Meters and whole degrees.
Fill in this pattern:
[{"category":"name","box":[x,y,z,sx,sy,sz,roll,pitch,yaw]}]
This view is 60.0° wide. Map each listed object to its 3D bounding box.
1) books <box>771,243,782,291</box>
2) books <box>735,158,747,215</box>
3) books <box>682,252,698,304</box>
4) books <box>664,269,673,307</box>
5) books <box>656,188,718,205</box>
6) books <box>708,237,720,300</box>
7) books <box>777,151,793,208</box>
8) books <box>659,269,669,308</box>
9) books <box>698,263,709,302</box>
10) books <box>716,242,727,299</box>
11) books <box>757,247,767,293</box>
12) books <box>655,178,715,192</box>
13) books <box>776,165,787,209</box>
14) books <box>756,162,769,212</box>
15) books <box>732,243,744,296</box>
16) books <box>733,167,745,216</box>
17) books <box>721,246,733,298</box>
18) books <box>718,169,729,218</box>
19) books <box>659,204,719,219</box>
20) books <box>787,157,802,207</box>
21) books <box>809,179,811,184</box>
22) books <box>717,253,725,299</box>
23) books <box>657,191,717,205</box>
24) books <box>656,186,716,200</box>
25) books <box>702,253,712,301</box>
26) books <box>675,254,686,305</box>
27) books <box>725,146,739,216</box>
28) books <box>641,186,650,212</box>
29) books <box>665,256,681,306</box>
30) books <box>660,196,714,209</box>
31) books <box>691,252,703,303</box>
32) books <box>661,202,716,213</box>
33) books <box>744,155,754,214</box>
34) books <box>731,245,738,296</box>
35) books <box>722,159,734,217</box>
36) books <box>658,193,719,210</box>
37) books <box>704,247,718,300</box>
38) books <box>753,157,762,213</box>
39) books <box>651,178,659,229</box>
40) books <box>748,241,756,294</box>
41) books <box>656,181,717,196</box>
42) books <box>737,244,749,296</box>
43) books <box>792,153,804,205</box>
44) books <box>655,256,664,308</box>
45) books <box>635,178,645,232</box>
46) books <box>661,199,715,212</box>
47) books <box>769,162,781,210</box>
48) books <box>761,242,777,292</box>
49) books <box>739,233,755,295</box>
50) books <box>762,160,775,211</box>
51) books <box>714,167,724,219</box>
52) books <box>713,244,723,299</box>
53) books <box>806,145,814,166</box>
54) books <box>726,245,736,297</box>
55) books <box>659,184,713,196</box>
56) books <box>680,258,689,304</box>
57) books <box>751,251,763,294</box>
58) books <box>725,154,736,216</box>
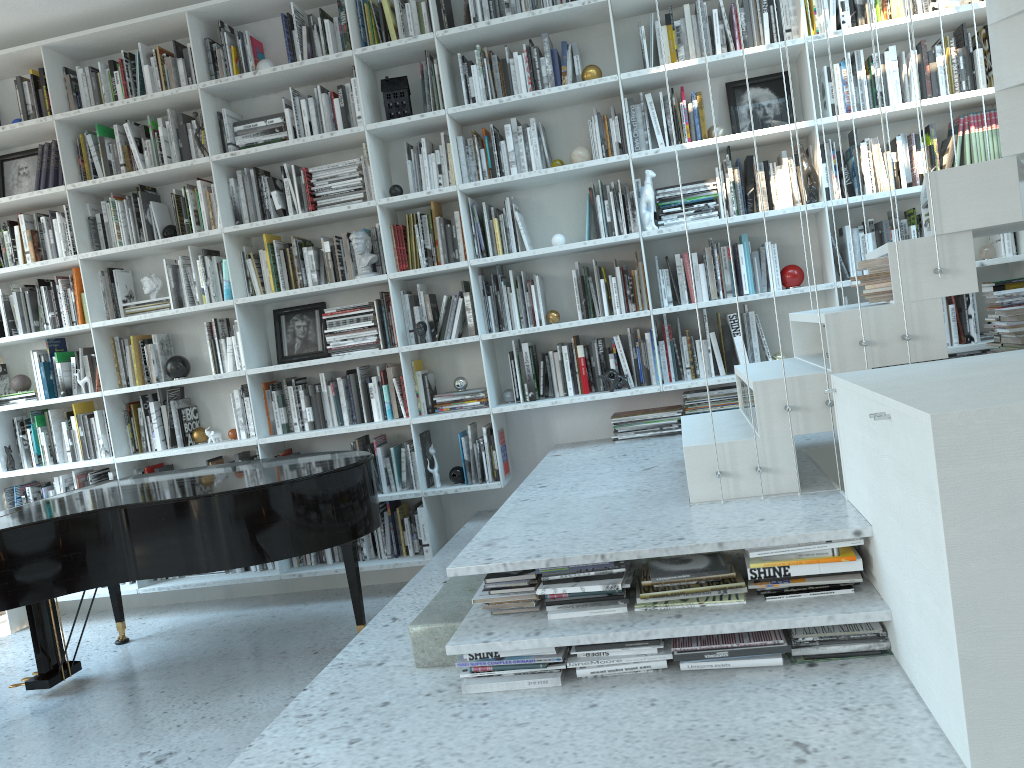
[{"category":"books","box":[1.267,-0.560,4.282,0.027,0.223,0.170,-8,4,11]},{"category":"books","box":[1.108,-0.938,4.284,0.013,0.280,0.131,-8,4,11]},{"category":"books","box":[0.870,-0.516,4.344,0.045,0.246,0.185,-8,4,11]},{"category":"books","box":[0.773,-0.472,4.376,0.022,0.184,0.162,-8,4,11]},{"category":"books","box":[0.851,-0.913,4.323,0.285,0.012,0.159,-8,3,6]},{"category":"books","box":[0.987,-0.560,4.331,0.013,0.299,0.147,-8,4,11]},{"category":"books","box":[1.302,-0.958,4.225,0.021,0.271,0.191,-8,4,11]},{"category":"books","box":[0.752,-0.471,4.382,0.023,0.186,0.159,-8,4,11]},{"category":"books","box":[0.935,-0.493,4.338,0.027,0.182,0.186,-8,4,11]},{"category":"books","box":[1.023,-0.551,4.328,0.011,0.272,0.151,-8,4,11]},{"category":"books","box":[1.214,-0.551,4.301,0.037,0.219,0.139,-8,4,11]},{"category":"books","box":[0.846,-0.961,4.327,0.285,0.012,0.159,-8,3,13]},{"category":"books","box":[1.288,-0.929,4.255,0.025,0.213,0.155,-8,4,11]},{"category":"books","box":[1.198,-0.930,4.261,0.031,0.242,0.147,-8,4,11]},{"category":"books","box":[1.102,-0.553,4.323,0.012,0.254,0.160,-8,4,11]},{"category":"books","box":[1.087,-0.912,4.273,0.030,0.237,0.179,-8,4,11]},{"category":"books","box":[1.044,-0.541,4.329,0.026,0.247,0.165,-8,4,11]},{"category":"books","box":[1.024,-0.910,4.312,0.023,0.247,0.137,-8,4,11]},{"category":"books","box":[0.861,-0.842,4.335,0.285,0.012,0.159,-8,3,9]},{"category":"books","box":[1.335,-0.947,4.223,0.041,0.239,0.176,-8,4,11]},{"category":"books","box":[1.418,-0.928,4.211,0.027,0.179,0.166,-8,4,11]},{"category":"books","box":[1.016,-0.524,4.331,0.011,0.220,0.149,-8,4,11]},{"category":"books","box":[0.854,-0.902,4.331,0.285,0.012,0.159,-8,3,13]},{"category":"books","box":[0.851,-0.926,4.329,0.285,0.012,0.159,-8,3,13]},{"category":"books","box":[0.953,-0.520,4.342,0.012,0.229,0.179,-8,4,11]},{"category":"books","box":[0.830,-0.512,4.370,0.024,0.247,0.143,-8,4,11]},{"category":"books","box":[1.058,-0.959,4.265,0.010,0.339,0.179,-8,4,11]},{"category":"books","box":[0.665,-0.846,4.346,0.027,0.221,0.184,-8,4,11]},{"category":"books","box":[0.794,-0.505,4.366,0.047,0.244,0.177,-8,4,11]},{"category":"books","box":[0.857,-0.878,4.326,0.254,0.012,0.160,-8,3,16]},{"category":"books","box":[0.907,-0.519,4.353,0.026,0.239,0.177,-8,4,11]},{"category":"books","box":[0.858,-0.853,4.328,0.254,0.012,0.160,-8,3,6]},{"category":"books","box":[1.140,-0.942,4.264,0.059,0.282,0.167,-8,4,11]},{"category":"books","box":[1.084,-0.552,4.353,0.017,0.254,0.078,-8,4,11]},{"category":"books","box":[1.046,-0.932,4.298,0.012,0.285,0.159,-8,4,11]},{"category":"books","box":[0.856,-0.890,4.329,0.285,0.012,0.159,-8,3,8]},{"category":"books","box":[0.966,-0.533,4.315,0.028,0.255,0.191,-8,4,11]},{"category":"books","box":[1.179,-0.947,4.284,0.010,0.278,0.128,-8,4,11]},{"category":"books","box":[0.693,-0.874,4.369,0.028,0.267,0.137,-8,4,11]},{"category":"books","box":[1.159,-0.560,4.306,0.010,0.252,0.153,-8,4,11]},{"category":"books","box":[0.847,-0.950,4.327,0.285,0.012,0.159,-8,3,9]},{"category":"books","box":[1.115,-0.549,4.296,0.023,0.244,0.189,-8,4,11]},{"category":"books","box":[1.368,-0.960,4.230,0.024,0.255,0.145,-8,4,11]},{"category":"books","box":[0.732,-0.503,4.394,0.012,0.254,0.160,-8,4,11]},{"category":"books","box":[0.641,-0.869,4.383,0.028,0.270,0.128,-8,4,11]},{"category":"books","box":[0.858,-0.866,4.338,0.254,0.012,0.160,-8,3,11]},{"category":"books","box":[1.261,-0.936,4.266,0.028,0.235,0.129,-8,4,11]},{"category":"books","box":[1.241,-0.562,4.285,0.025,0.236,0.181,-8,4,11]},{"category":"books","box":[1.136,-0.575,4.293,0.026,0.290,0.181,-8,4,11]},{"category":"books","box":[1.231,-0.940,4.273,0.031,0.250,0.133,-8,4,11]},{"category":"books","box":[1.004,-0.910,4.297,0.012,0.254,0.160,-8,4,11]},{"category":"books","box":[0.998,-0.542,4.313,0.012,0.262,0.186,-8,4,11]},{"category":"books","box":[1.443,-0.986,4.230,0.029,0.284,0.138,-8,4,11]},{"category":"books","box":[1.060,-0.544,4.305,0.014,0.249,0.177,-8,4,11]},{"category":"books","box":[0.849,-0.938,4.328,0.254,0.012,0.160,-8,3,13]},{"category":"books","box":[0.847,-0.502,4.355,0.011,0.223,0.162,-8,4,11]},{"category":"books","box":[1.180,-0.536,4.292,0.030,0.201,0.189,-8,4,11]},{"category":"books","box":[1.051,-0.938,4.270,0.011,0.300,0.184,-8,4,11]}]
